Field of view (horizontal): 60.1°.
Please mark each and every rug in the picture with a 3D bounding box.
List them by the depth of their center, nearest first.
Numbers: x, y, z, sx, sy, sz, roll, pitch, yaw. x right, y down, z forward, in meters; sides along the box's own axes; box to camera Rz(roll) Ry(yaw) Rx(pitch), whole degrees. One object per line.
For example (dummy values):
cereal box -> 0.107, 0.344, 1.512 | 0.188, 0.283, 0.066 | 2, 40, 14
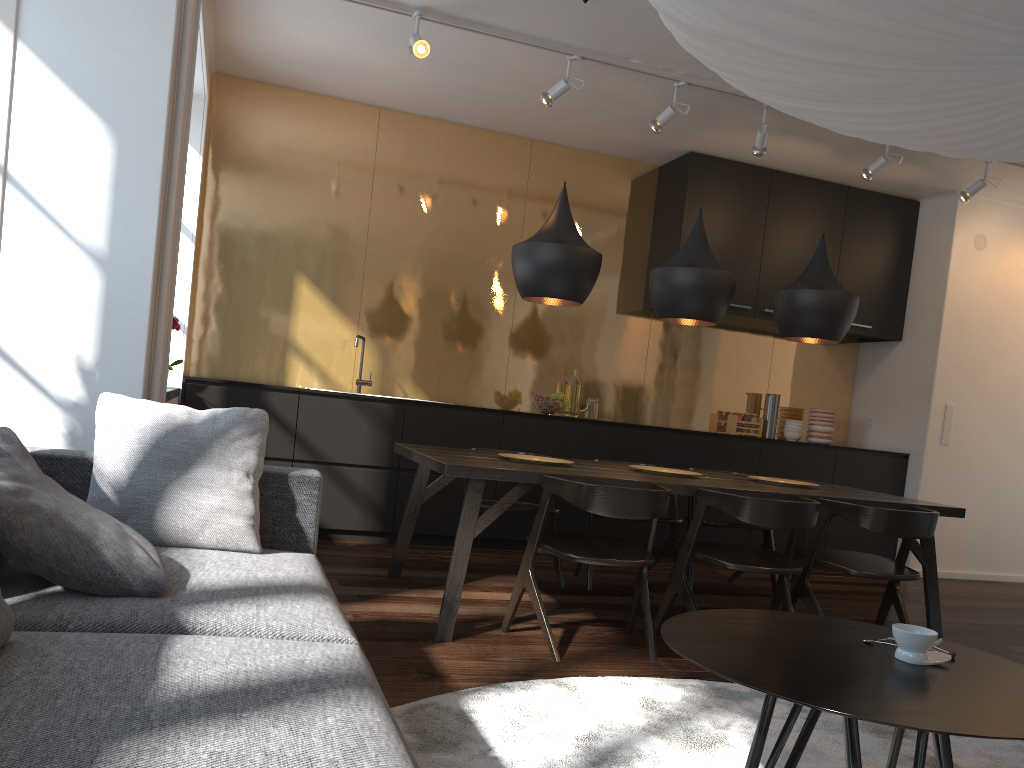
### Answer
rug -> 0.822, 1.062, 1.804 | 2.847, 0.012, 2.824 | 7, -2, -38

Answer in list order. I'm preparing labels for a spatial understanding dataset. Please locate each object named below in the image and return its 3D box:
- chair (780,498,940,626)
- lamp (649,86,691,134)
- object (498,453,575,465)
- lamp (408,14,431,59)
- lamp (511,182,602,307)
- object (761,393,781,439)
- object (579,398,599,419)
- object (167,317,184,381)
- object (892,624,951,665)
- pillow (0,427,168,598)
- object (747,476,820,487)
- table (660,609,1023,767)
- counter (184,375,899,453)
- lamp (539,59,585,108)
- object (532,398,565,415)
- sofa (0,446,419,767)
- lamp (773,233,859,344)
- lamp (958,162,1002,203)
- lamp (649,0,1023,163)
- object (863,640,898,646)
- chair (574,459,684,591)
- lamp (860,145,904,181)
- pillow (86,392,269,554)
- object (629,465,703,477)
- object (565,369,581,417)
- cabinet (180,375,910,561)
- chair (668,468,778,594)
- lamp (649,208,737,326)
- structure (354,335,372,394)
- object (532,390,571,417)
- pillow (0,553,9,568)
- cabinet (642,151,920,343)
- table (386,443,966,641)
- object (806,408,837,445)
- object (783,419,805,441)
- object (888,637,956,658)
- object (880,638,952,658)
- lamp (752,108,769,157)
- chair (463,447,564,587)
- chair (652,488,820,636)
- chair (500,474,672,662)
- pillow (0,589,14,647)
chair -> 1.558, 0.861, 3.935 | 0.594, 0.673, 0.517 | 6, 1, -20
lamp -> 0.875, -1.502, 4.849 | 0.249, 0.240, 0.085 | 7, 2, 38
object -> 0.110, 0.349, 4.065 | 0.356, 0.017, 0.354 | 7, -1, -15
lamp -> -0.464, -1.664, 4.248 | 0.085, 0.240, 0.249 | 5, 1, -31
lamp -> 0.210, -0.643, 4.003 | 0.410, 0.542, 0.411 | 7, 1, 15
object -> 2.008, 0.249, 6.824 | 0.164, 0.341, 0.113 | 6, 3, -15
object -> 0.545, 0.167, 6.192 | 0.177, 0.152, 0.087 | 6, 2, -41
object -> -1.848, -0.197, 4.742 | 0.230, 0.438, 0.404 | 4, 2, -42
object -> 0.890, 0.567, 1.915 | 0.139, 0.069, 0.091 | 6, 0, -6
pillow -> -1.005, 0.277, 1.950 | 0.445, 0.322, 0.490 | 6, 0, -36
object -> 1.373, 0.498, 4.482 | 0.356, 0.017, 0.354 | 7, -1, -15
table -> 0.716, 0.819, 1.885 | 0.849, 0.474, 0.844 | 6, 0, -16
counter -> 0.438, 0.231, 6.090 | 5.072, 0.002, 0.729 | 7, -1, -18
lamp -> 0.273, -1.575, 4.641 | 0.250, 0.239, 0.085 | 7, 2, 22
object -> 0.239, 0.154, 5.897 | 0.218, 0.097, 0.219 | 6, -1, 29
sofa -> -0.216, 0.609, 1.455 | 2.044, 0.673, 3.057 | 7, -1, -18
lamp -> 1.531, -0.487, 4.440 | 0.409, 0.542, 0.411 | 7, 2, 29
lamp -> 2.937, -1.260, 5.533 | 0.085, 0.240, 0.249 | 4, 2, -42
lamp -> 0.873, -0.502, 1.134 | 1.465, 0.210, 1.472 | 6, -1, 19
object -> 0.862, 0.595, 2.011 | 0.123, 0.010, 0.026 | 5, -1, 38
chair -> 0.647, 0.784, 4.931 | 0.594, 0.673, 0.517 | 6, 1, -20
lamp -> 2.225, -1.343, 5.297 | 0.249, 0.240, 0.085 | 7, 2, 43
pillow -> -0.955, 0.255, 2.516 | 0.495, 0.415, 0.285 | 6, 2, -19
object -> 0.741, 0.423, 4.274 | 0.357, 0.017, 0.354 | 7, -2, -37
object -> 0.441, 0.065, 6.318 | 0.091, 0.340, 0.092 | 8, 3, 39
cabinet -> 0.389, 0.678, 6.113 | 5.074, 0.903, 0.729 | 7, 1, -18
chair -> 1.222, 0.852, 5.121 | 0.594, 0.673, 0.517 | 6, 1, -19
lamp -> 0.870, -0.565, 4.221 | 0.412, 0.542, 0.408 | 5, 2, -42
structure -> -0.962, -0.116, 5.729 | 0.109, 0.386, 0.265 | 6, 2, -2
object -> 0.258, 0.118, 5.886 | 0.240, 0.173, 0.177 | 6, 1, -33
pillow -> -1.263, 0.191, 1.986 | 0.276, 0.478, 0.833 | 6, 0, -17
cabinet -> 2.023, -0.961, 6.593 | 1.960, 1.053, 0.529 | 6, 2, -18
table -> 0.731, 0.773, 4.261 | 2.506, 0.681, 1.102 | 7, 0, -18
object -> 2.402, 0.332, 6.876 | 0.199, 0.265, 0.196 | 5, 2, -44
object -> 2.172, 0.357, 6.828 | 0.157, 0.160, 0.154 | 6, 1, 10
object -> 0.950, 0.604, 2.050 | 0.015, 0.015, 0.167 | 6, -1, -31
object -> 0.919, 0.599, 2.020 | 0.025, 0.016, 0.163 | 6, -1, -43
lamp -> 1.547, -0.596, 5.831 | 0.089, 1.852, 1.835 | 7, 1, 16
chair -> -0.035, 0.704, 4.736 | 0.594, 0.673, 0.517 | 6, 1, -22
chair -> 0.978, 0.793, 3.743 | 0.594, 0.673, 0.517 | 6, 1, -17
chair -> 0.334, 0.717, 3.525 | 0.594, 0.673, 0.517 | 6, 1, -19
pillow -> -0.857, 0.240, 1.148 | 0.293, 0.398, 0.664 | 6, 0, -18
